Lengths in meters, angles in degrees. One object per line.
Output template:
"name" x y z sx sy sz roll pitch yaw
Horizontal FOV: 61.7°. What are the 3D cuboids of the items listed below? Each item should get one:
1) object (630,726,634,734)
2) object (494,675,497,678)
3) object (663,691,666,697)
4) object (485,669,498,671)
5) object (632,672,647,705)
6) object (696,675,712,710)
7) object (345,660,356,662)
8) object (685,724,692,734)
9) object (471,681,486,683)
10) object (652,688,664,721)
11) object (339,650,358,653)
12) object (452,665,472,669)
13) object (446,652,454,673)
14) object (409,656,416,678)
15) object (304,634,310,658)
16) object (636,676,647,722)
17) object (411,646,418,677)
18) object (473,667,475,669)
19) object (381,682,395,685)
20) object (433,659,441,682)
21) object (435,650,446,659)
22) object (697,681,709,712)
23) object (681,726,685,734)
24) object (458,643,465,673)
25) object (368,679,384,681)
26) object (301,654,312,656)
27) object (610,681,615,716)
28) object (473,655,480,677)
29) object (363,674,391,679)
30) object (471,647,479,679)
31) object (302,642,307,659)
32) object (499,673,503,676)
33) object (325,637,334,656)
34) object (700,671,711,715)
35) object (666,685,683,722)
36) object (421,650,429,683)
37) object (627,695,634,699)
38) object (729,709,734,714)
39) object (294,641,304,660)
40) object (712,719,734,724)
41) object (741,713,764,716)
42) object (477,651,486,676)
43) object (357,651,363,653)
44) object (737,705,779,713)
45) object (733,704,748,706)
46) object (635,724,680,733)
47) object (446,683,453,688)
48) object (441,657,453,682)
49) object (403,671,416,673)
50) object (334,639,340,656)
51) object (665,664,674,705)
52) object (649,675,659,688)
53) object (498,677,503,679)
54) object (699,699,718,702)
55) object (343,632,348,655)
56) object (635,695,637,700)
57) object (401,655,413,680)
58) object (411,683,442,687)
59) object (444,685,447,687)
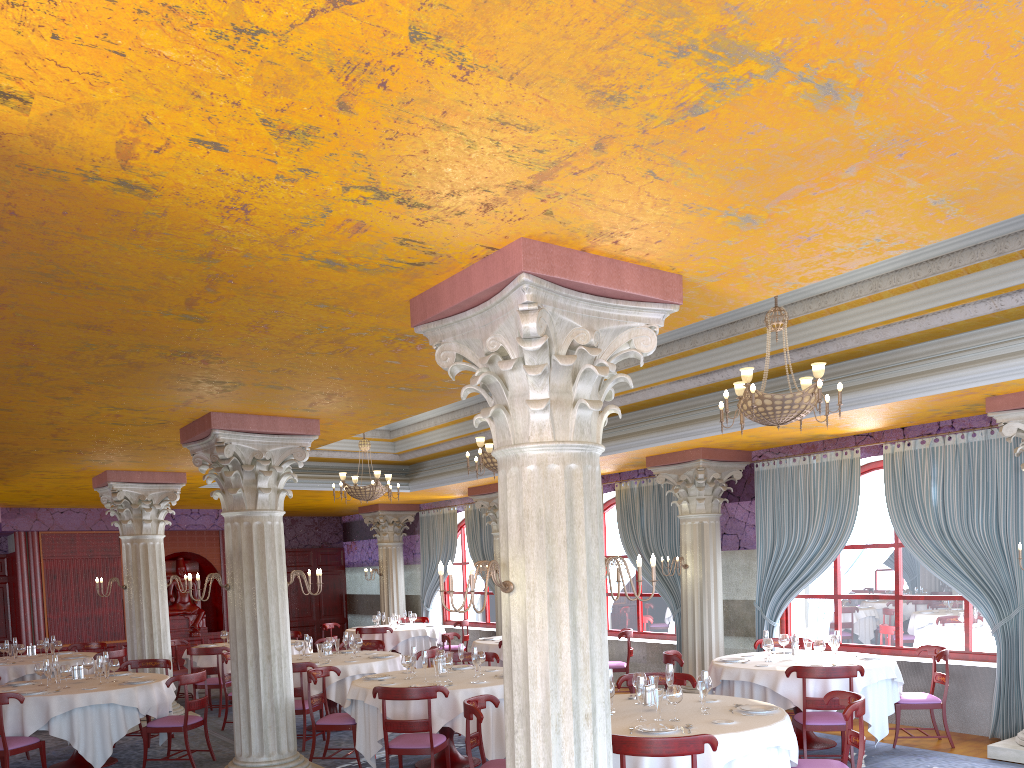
"object" 0.838 2.429 6.016 0.027 0.013 0.236 -3 -12 9
"object" -0.181 3.142 9.205 0.029 0.011 0.141 -4 -12 11
"object" 1.256 2.716 7.475 0.316 0.024 0.316 -10 -14 33
"object" -0.236 3.259 9.747 0.160 0.009 0.160 -10 -14 33
"object" 1.062 2.527 7.106 0.122 0.265 0.122 -2 1 0
"object" 1.524 2.441 6.781 0.121 0.265 0.123 -3 1 -45
"object" -2.129 3.654 11.285 0.158 0.009 0.161 -3 -12 4
"object" 1.227 2.401 5.965 0.055 0.019 0.261 -4 -12 13
"object" -0.345 3.063 8.799 0.158 0.009 0.162 1 -12 -15
"object" 1.089 2.381 6.357 0.085 0.239 0.086 -3 2 -33
"object" -2.400 3.927 12.569 0.312 0.024 0.319 -1 -12 -6
"object" -0.616 3.336 10.083 0.313 0.024 0.318 6 -14 -35
"object" -0.697 3.148 9.678 0.086 0.239 0.085 -2 2 12
"object" -1.097 3.097 9.365 0.085 0.239 0.086 -3 2 -33
"object" -2.870 3.665 11.976 0.074 0.337 0.073 -2 3 0
"object" 0.959 2.339 6.367 0.073 0.337 0.074 -5 4 -45
"object" -1.086 3.074 9.490 0.074 0.337 0.073 -2 3 0
"object" -0.438 3.325 10.032 0.027 0.013 0.236 -3 -12 9
"object" -1.294 3.121 8.910 0.158 0.009 0.162 1 -12 -15
"object" -0.783 3.001 8.964 0.085 0.239 0.085 -2 1 -11
"object" -0.809 3.147 9.713 0.122 0.265 0.122 -2 1 -22
"object" 1.489 2.432 6.670 0.085 0.239 0.085 -2 1 -11
"object" 1.189 2.412 5.969 0.022 0.003 0.258 -4 -12 8
"object" -0.571 3.092 9.662 0.074 0.337 0.073 -2 3 0
"object" -1.492 3.192 9.237 0.257 0.020 0.055 -5 -11 14
"object" -2.969 3.908 12.343 0.159 0.009 0.161 6 -15 -35
"object" 0.738 2.441 6.645 0.121 0.265 0.123 -3 1 -45
"object" -0.383 3.052 9.278 0.086 0.239 0.085 -1 2 34
"object" -1.493 3.235 9.449 0.313 0.024 0.318 6 -14 -35
"object" -0.397 2.976 9.147 0.074 0.337 0.073 -2 3 0
"object" -2.881 3.688 11.850 0.085 0.239 0.086 -3 2 -33
"object" 0.021 3.127 9.206 0.313 0.024 0.318 6 -14 -35
"object" -2.594 3.738 12.199 0.122 0.265 0.122 -2 1 -22
"object" 1.474 2.357 6.539 0.073 0.337 0.074 -5 4 -45
"object" 1.200 2.356 6.320 0.122 0.265 0.122 -2 1 -22
"object" -0.913 2.959 8.974 0.074 0.337 0.073 -2 3 0
"object" 1.044 2.726 7.475 0.055 0.019 0.261 -4 -12 13
"object" 1.691 2.522 6.597 0.029 0.011 0.141 -4 -12 11
"object" -2.918 3.652 11.738 0.123 0.265 0.121 -2 1 23
"object" 1.526 2.443 6.191 0.159 0.009 0.161 6 -15 -35
"object" 1.841 2.478 6.421 0.232 0.013 0.028 -4 -9 9
"object" -0.347 3.061 9.389 0.122 0.265 0.122 -2 1 -22
"object" -2.222 3.916 12.518 0.027 0.013 0.236 -3 -12 9
"object" 1.892 2.508 6.598 0.312 0.024 0.319 1 -12 -15
"object" 1.891 2.555 6.810 0.257 0.020 0.055 -5 -11 14
"object" 1.015 2.406 5.964 0.312 0.024 0.319 1 -12 -15
"object" -0.644 3.020 8.572 0.055 0.019 0.261 -4 -12 13
"object" -0.671 2.976 8.927 0.121 0.265 0.123 -3 1 -45
"object" -1.185 3.317 9.857 0.158 0.009 0.162 1 -12 -15
"object" -2.481 3.739 12.164 0.085 0.239 0.086 -3 2 -33
"object" 1.301 2.472 7.055 0.073 0.337 0.074 -5 4 -45
"object" 1.174 2.529 7.071 0.086 0.239 0.085 -1 2 34
"object" -0.030 3.098 9.029 0.232 0.013 0.028 -4 -9 9
"object" 1.635 2.639 7.139 0.159 0.009 0.161 6 -15 -35
"object" -2.355 3.682 12.148 0.074 0.337 0.073 -1 3 23
"object" 1.082 2.733 7.472 0.022 0.003 0.258 -4 -12 8
"object" -1.134 3.061 9.252 0.122 0.265 0.122 -2 1 -22
"object" -0.856 3.026 8.572 0.313 0.024 0.318 6 -14 -35
"object" -0.682 3.031 8.577 0.022 0.003 0.258 -4 -12 8
